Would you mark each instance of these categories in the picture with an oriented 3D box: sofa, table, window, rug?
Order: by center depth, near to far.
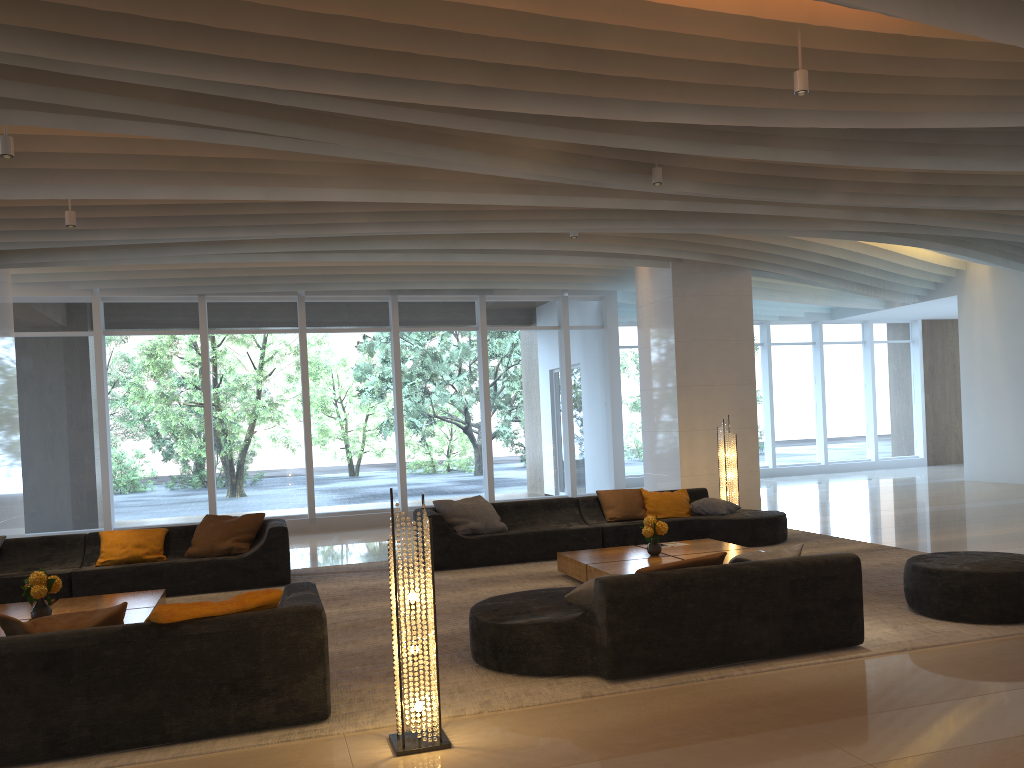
[{"bbox_3d":[-2.837,1.483,4.279,3.810,0.582,0.933,-2,-2,-17],"label":"sofa"},{"bbox_3d":[0.862,1.376,5.625,2.272,0.577,1.343,-2,-2,-17],"label":"sofa"},{"bbox_3d":[-3.723,1.909,6.238,16.361,0.022,5.466,-2,-3,-17],"label":"rug"},{"bbox_3d":[-3.416,1.786,6.333,1.615,0.220,1.587,-2,-3,-17],"label":"table"},{"bbox_3d":[1.413,1.631,7.846,1.615,0.220,1.587,-2,-3,-17],"label":"table"},{"bbox_3d":[-4.178,1.718,8.122,4.182,0.583,1.339,-2,-2,-19],"label":"sofa"},{"bbox_3d":[-6.899,0.366,9.634,21.811,3.221,55.320,-5,-3,39],"label":"window"},{"bbox_3d":[1.018,1.559,9.893,4.206,0.582,1.331,-2,-2,-11],"label":"sofa"}]

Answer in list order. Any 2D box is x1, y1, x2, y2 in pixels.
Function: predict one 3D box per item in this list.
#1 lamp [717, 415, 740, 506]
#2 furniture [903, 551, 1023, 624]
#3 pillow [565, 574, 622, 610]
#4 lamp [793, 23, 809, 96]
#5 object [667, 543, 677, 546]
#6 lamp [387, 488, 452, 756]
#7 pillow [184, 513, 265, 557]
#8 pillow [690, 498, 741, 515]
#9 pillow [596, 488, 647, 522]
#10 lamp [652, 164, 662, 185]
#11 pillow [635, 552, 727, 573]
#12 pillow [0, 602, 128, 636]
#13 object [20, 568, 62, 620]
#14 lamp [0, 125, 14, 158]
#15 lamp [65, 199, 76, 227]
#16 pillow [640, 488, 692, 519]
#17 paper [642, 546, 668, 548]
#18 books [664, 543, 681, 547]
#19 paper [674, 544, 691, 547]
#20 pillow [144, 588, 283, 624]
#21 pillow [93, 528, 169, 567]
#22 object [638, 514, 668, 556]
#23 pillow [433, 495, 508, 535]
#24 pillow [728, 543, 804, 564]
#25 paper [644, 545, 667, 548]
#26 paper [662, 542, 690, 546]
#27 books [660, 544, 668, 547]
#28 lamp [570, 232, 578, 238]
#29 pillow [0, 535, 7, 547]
[{"bbox_3d":[2.773,1.122,11.365,0.252,1.451,0.248,-3,1,-17],"label":"lamp"},{"bbox_3d":[3.258,1.399,6.180,0.987,0.364,0.979,-2,-2,-7],"label":"furniture"},{"bbox_3d":[0.583,1.255,5.376,0.424,0.247,0.476,-3,-2,19],"label":"pillow"},{"bbox_3d":[1.830,-2.623,5.700,0.088,1.507,0.090,-2,1,28],"label":"lamp"},{"bbox_3d":[1.518,1.538,8.527,0.107,0.014,0.178,-1,-3,-35],"label":"object"},{"bbox_3d":[-0.457,1.070,4.111,0.252,1.198,0.248,-3,1,-17],"label":"lamp"},{"bbox_3d":[-2.857,1.498,8.852,0.637,0.378,0.549,-3,-1,5],"label":"pillow"},{"bbox_3d":[2.356,1.425,10.258,0.433,0.209,0.595,-4,-3,33],"label":"pillow"},{"bbox_3d":[1.293,1.391,10.126,0.581,0.374,0.366,-2,-1,-18],"label":"pillow"},{"bbox_3d":[1.239,-2.503,7.761,0.088,1.507,0.090,-2,1,28],"label":"lamp"},{"bbox_3d":[0.959,1.197,5.310,0.609,0.392,0.394,-2,-1,-14],"label":"pillow"},{"bbox_3d":[-2.204,1.288,4.412,0.606,0.410,0.440,-2,-1,-15],"label":"pillow"},{"bbox_3d":[-3.293,1.476,6.211,0.265,0.377,0.237,-3,0,5],"label":"object"},{"bbox_3d":[-3.585,-2.350,6.223,0.090,1.507,0.087,-3,1,-44],"label":"lamp"},{"bbox_3d":[-4.169,-2.229,8.302,0.090,1.507,0.088,-3,1,-26],"label":"lamp"},{"bbox_3d":[1.794,1.388,10.222,0.610,0.403,0.472,-2,-1,-10],"label":"pillow"},{"bbox_3d":[1.376,1.550,8.457,0.199,0.001,0.260,-1,-3,-25],"label":"paper"},{"bbox_3d":[1.474,1.542,8.495,0.215,0.011,0.178,-1,-3,-36],"label":"books"},{"bbox_3d":[1.567,1.545,8.553,0.193,0.001,0.256,-1,-3,-29],"label":"paper"},{"bbox_3d":[-1.567,1.244,4.537,0.649,0.378,0.539,-1,-2,-39],"label":"pillow"},{"bbox_3d":[-3.652,1.598,8.518,0.643,0.394,0.446,-2,-1,-18],"label":"pillow"},{"bbox_3d":[1.264,1.342,7.901,0.238,0.377,0.263,-3,0,-15],"label":"object"},{"bbox_3d":[-0.450,1.421,9.606,0.649,0.378,0.539,-1,-2,-39],"label":"pillow"},{"bbox_3d":[1.545,1.177,5.605,0.569,0.345,0.453,-2,-1,-18],"label":"pillow"},{"bbox_3d":[1.380,1.549,8.462,0.188,0.001,0.253,-1,-3,-24],"label":"paper"},{"bbox_3d":[1.567,1.544,8.553,0.188,0.001,0.253,-1,-3,-30],"label":"paper"},{"bbox_3d":[1.395,1.540,8.475,0.113,0.011,0.179,-1,-3,-26],"label":"books"},{"bbox_3d":[0.656,-2.381,9.860,0.088,1.507,0.090,-2,1,28],"label":"lamp"},{"bbox_3d":[-5.019,1.623,8.087,0.670,0.417,0.458,-2,-1,-17],"label":"pillow"}]
